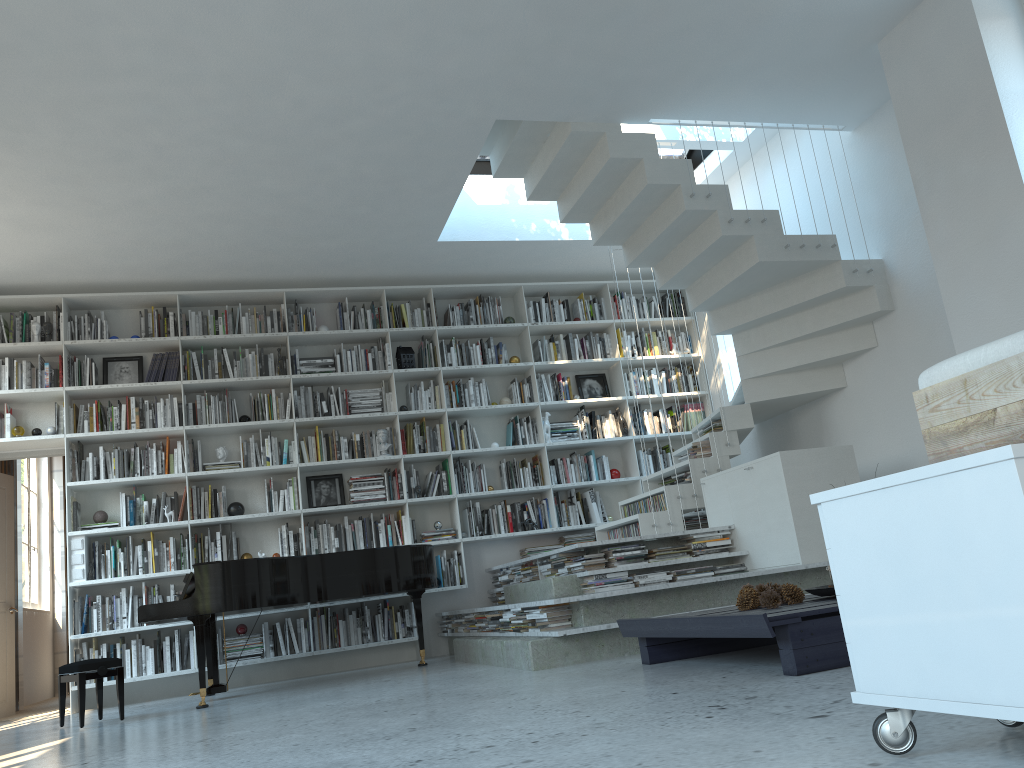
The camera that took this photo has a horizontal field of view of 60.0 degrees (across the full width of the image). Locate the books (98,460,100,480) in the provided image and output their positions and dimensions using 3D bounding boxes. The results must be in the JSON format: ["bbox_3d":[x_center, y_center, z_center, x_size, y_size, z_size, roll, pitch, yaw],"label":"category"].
[{"bbox_3d":[-3.186,0.690,6.868,0.021,0.187,0.129,-4,-14,-18],"label":"books"}]

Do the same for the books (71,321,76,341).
[{"bbox_3d":[-3.474,-0.378,7.054,0.032,0.209,0.158,-4,-14,-18],"label":"books"}]

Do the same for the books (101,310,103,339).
[{"bbox_3d":[-3.288,-0.433,7.127,0.007,0.300,0.146,-4,-14,-17],"label":"books"}]

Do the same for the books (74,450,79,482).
[{"bbox_3d":[-3.322,0.651,6.796,0.027,0.265,0.176,-4,-14,-18],"label":"books"}]

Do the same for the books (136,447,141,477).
[{"bbox_3d":[-2.920,0.637,6.944,0.021,0.256,0.156,-4,-14,-18],"label":"books"}]

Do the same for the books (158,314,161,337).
[{"bbox_3d":[-2.879,-0.431,7.265,0.013,0.254,0.129,-4,-14,-18],"label":"books"}]

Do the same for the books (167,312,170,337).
[{"bbox_3d":[-2.811,-0.441,7.275,0.022,0.260,0.152,-4,-14,-18],"label":"books"}]

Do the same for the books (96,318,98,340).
[{"bbox_3d":[-3.309,-0.395,7.096,0.013,0.219,0.181,-4,-14,-18],"label":"books"}]

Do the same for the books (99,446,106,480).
[{"bbox_3d":[-3.164,0.638,6.865,0.023,0.280,0.174,-4,-14,-18],"label":"books"}]

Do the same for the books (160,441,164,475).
[{"bbox_3d":[-2.759,0.611,7.007,0.015,0.292,0.144,-4,-14,-18],"label":"books"}]

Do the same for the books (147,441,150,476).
[{"bbox_3d":[-2.855,0.612,6.980,0.011,0.303,0.130,-4,-14,-18],"label":"books"}]

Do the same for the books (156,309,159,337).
[{"bbox_3d":[-2.883,-0.448,7.236,0.011,0.273,0.184,-4,-14,-18],"label":"books"}]

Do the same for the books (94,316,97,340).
[{"bbox_3d":[-3.326,-0.408,7.105,0.013,0.252,0.129,-4,-14,-18],"label":"books"}]

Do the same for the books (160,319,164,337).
[{"bbox_3d":[-2.849,-0.408,7.241,0.027,0.190,0.178,-4,-14,-18],"label":"books"}]

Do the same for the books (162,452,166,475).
[{"bbox_3d":[-2.736,0.650,6.988,0.013,0.203,0.162,-4,-14,-18],"label":"books"}]

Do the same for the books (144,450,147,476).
[{"bbox_3d":[-2.869,0.647,6.955,0.013,0.227,0.152,-4,-14,-18],"label":"books"}]

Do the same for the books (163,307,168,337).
[{"bbox_3d":[-2.829,-0.463,7.250,0.025,0.296,0.164,-4,-14,-18],"label":"books"}]

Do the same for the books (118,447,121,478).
[{"bbox_3d":[-3.047,0.637,6.904,0.011,0.270,0.158,-4,-14,-18],"label":"books"}]

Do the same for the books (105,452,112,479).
[{"bbox_3d":[-3.121,0.658,6.889,0.049,0.242,0.139,-4,-14,-18],"label":"books"}]

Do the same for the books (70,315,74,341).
[{"bbox_3d":[-3.496,-0.400,7.054,0.007,0.258,0.157,-4,-14,-18],"label":"books"}]

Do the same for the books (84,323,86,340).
[{"bbox_3d":[-3.396,-0.373,7.080,0.014,0.192,0.146,-4,-14,-18],"label":"books"}]

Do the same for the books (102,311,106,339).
[{"bbox_3d":[-3.281,-0.426,7.141,0.015,0.292,0.131,-4,-14,-18],"label":"books"}]

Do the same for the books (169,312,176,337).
[{"bbox_3d":[-2.781,-0.443,7.270,0.031,0.253,0.178,-4,-14,-18],"label":"books"}]

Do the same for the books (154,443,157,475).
[{"bbox_3d":[-2.797,0.617,6.970,0.015,0.274,0.157,-4,-14,-18],"label":"books"}]

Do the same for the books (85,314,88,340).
[{"bbox_3d":[-3.383,-0.410,7.080,0.016,0.260,0.154,-4,-14,-18],"label":"books"}]

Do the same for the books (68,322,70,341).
[{"bbox_3d":[-3.502,-0.374,7.039,0.017,0.203,0.143,-4,-14,-18],"label":"books"}]

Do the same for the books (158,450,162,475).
[{"bbox_3d":[-2.770,0.646,6.990,0.021,0.220,0.149,-4,-14,-18],"label":"books"}]

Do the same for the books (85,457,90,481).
[{"bbox_3d":[-3.260,0.680,6.830,0.042,0.208,0.144,-4,-14,-18],"label":"books"}]

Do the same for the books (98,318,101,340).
[{"bbox_3d":[-3.290,-0.395,7.095,0.021,0.213,0.174,-4,-14,-18],"label":"books"}]

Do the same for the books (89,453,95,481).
[{"bbox_3d":[-3.226,0.661,6.827,0.022,0.235,0.177,-4,-14,-18],"label":"books"}]

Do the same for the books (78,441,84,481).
[{"bbox_3d":[-3.307,0.616,6.806,0.012,0.333,0.185,-4,-14,-18],"label":"books"}]

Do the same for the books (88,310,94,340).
[{"bbox_3d":[-3.359,-0.425,7.074,0.015,0.279,0.191,-4,-14,-18],"label":"books"}]

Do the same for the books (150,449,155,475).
[{"bbox_3d":[-2.823,0.641,6.987,0.028,0.242,0.132,-4,-14,-18],"label":"books"}]

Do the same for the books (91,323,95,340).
[{"bbox_3d":[-3.338,-0.374,7.086,0.026,0.182,0.162,-4,-14,-18],"label":"books"}]

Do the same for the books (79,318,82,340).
[{"bbox_3d":[-3.422,-0.391,7.062,0.013,0.224,0.177,-4,-14,-18],"label":"books"}]

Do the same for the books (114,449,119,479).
[{"bbox_3d":[-3.056,0.645,6.880,0.021,0.247,0.189,-4,-14,-18],"label":"books"}]

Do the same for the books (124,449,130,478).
[{"bbox_3d":[-2.994,0.646,6.909,0.023,0.242,0.185,-4,-14,-18],"label":"books"}]

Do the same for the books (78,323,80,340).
[{"bbox_3d":[-3.439,-0.370,7.070,0.017,0.193,0.129,-4,-14,-18],"label":"books"}]

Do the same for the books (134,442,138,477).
[{"bbox_3d":[-2.936,0.614,6.935,0.013,0.299,0.152,-4,-14,-18],"label":"books"}]

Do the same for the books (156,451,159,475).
[{"bbox_3d":[-2.784,0.647,6.981,0.012,0.217,0.160,-4,-14,-18],"label":"books"}]

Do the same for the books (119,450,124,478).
[{"bbox_3d":[-3.024,0.648,6.891,0.024,0.236,0.167,-4,-14,-18],"label":"books"}]

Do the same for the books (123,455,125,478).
[{"bbox_3d":[-3.013,0.670,6.917,0.010,0.203,0.139,-4,-14,-18],"label":"books"}]

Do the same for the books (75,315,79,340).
[{"bbox_3d":[-3.453,-0.400,7.058,0.012,0.248,0.180,-4,-14,-18],"label":"books"}]

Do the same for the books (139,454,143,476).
[{"bbox_3d":[-2.897,0.661,6.945,0.021,0.204,0.130,-4,-14,-18],"label":"books"}]

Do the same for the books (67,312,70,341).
[{"bbox_3d":[-3.521,-0.411,7.053,0.007,0.284,0.160,-4,-14,-18],"label":"books"}]

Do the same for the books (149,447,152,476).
[{"bbox_3d":[-2.839,0.635,6.973,0.011,0.251,0.139,-4,-14,-18],"label":"books"}]

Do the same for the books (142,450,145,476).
[{"bbox_3d":[-2.878,0.644,6.940,0.013,0.228,0.177,-4,-14,-18],"label":"books"}]

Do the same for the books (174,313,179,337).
[{"bbox_3d":[-2.751,-0.440,7.295,0.039,0.251,0.147,-4,-14,-18],"label":"books"}]

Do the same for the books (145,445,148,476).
[{"bbox_3d":[-2.859,0.624,6.959,0.012,0.271,0.146,-4,-14,-18],"label":"books"}]

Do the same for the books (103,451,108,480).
[{"bbox_3d":[-3.143,0.652,6.858,0.011,0.245,0.176,-4,-14,-18],"label":"books"}]

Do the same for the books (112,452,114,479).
[{"bbox_3d":[-3.085,0.658,6.879,0.014,0.229,0.148,-4,-14,-18],"label":"books"}]

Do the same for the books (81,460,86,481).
[{"bbox_3d":[-3.276,0.690,6.803,0.037,0.181,0.189,-4,-14,-18],"label":"books"}]

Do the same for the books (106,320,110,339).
[{"bbox_3d":[-3.247,-0.390,7.133,0.013,0.209,0.137,-4,-14,-18],"label":"books"}]

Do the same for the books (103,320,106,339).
[{"bbox_3d":[-3.257,-0.388,7.119,0.014,0.201,0.171,-4,-14,-18],"label":"books"}]

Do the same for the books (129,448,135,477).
[{"bbox_3d":[-2.967,0.642,6.937,0.048,0.255,0.142,-4,-14,-18],"label":"books"}]

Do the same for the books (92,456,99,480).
[{"bbox_3d":[-3.198,0.672,6.822,0.028,0.203,0.188,-4,-14,-18],"label":"books"}]

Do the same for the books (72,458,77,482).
[{"bbox_3d":[-3.345,0.684,6.798,0.026,0.208,0.155,-4,-14,-18],"label":"books"}]

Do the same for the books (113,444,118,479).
[{"bbox_3d":[-3.076,0.626,6.888,0.011,0.292,0.184,-4,-14,-18],"label":"books"}]

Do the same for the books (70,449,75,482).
[{"bbox_3d":[-3.370,0.651,6.809,0.012,0.284,0.160,-4,-14,-18],"label":"books"}]

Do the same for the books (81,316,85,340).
[{"bbox_3d":[-3.411,-0.399,7.073,0.016,0.242,0.156,-4,-14,-18],"label":"books"}]
